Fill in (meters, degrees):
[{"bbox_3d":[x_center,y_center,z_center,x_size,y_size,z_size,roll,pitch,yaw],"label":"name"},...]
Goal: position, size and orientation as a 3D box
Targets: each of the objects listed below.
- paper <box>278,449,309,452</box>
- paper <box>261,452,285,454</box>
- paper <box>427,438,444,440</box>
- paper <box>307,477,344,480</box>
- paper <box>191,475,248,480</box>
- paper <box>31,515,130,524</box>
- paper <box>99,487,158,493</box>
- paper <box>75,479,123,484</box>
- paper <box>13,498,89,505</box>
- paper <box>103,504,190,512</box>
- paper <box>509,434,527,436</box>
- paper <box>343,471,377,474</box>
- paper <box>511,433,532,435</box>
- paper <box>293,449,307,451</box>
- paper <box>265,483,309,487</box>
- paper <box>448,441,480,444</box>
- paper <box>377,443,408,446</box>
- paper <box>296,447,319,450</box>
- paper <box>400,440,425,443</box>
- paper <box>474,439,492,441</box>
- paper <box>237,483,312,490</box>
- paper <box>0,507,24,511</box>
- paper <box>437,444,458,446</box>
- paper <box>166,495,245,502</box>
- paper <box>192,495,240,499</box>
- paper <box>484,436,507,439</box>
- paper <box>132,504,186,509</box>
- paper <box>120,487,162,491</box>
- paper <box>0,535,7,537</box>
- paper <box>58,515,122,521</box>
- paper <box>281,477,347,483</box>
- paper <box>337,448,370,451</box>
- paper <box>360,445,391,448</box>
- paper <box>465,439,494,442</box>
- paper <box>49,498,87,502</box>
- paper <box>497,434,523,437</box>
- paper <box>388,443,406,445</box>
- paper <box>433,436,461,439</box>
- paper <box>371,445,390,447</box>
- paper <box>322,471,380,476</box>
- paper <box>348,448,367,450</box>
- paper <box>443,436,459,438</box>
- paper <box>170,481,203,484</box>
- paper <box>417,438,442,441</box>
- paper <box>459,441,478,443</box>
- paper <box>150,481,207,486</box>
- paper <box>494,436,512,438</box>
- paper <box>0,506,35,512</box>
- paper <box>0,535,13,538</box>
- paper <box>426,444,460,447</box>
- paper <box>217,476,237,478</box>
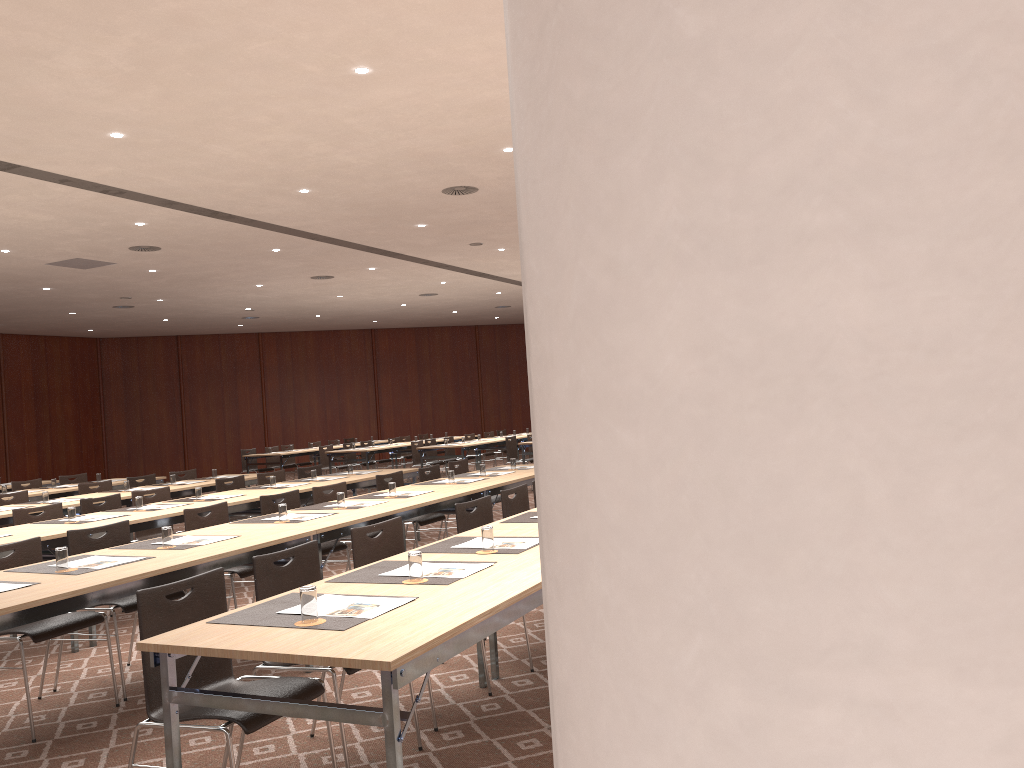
[{"bbox_3d":[-4.567,1.382,18.375,0.565,0.003,0.460,-4,-1,28],"label":"paper"},{"bbox_3d":[-4.800,1.385,17.805,0.565,0.003,0.460,-4,-1,23],"label":"paper"},{"bbox_3d":[-1.688,1.215,19.590,0.398,0.006,0.283,-4,-1,26],"label":"paper"},{"bbox_3d":[-2.014,1.014,9.510,0.398,0.006,0.283,-4,-1,27],"label":"paper"},{"bbox_3d":[-3.623,1.156,10.941,0.565,0.003,0.460,-4,-1,26],"label":"paper"},{"bbox_3d":[-3.331,1.047,6.857,0.565,0.003,0.460,-4,-1,27],"label":"paper"},{"bbox_3d":[-4.173,1.167,9.784,0.565,0.003,0.460,-4,-1,25],"label":"paper"},{"bbox_3d":[-5.437,1.295,11.775,0.565,0.003,0.460,-4,-1,24],"label":"paper"},{"bbox_3d":[-4.598,1.176,8.893,0.565,0.003,0.460,-4,-1,25],"label":"paper"},{"bbox_3d":[-3.065,1.043,7.473,0.565,0.003,0.460,-4,-1,24],"label":"paper"},{"bbox_3d":[0.140,1.075,18.743,0.398,0.006,0.283,-4,-1,25],"label":"paper"},{"bbox_3d":[-1.754,1.010,10.099,0.398,0.006,0.283,-4,-1,25],"label":"paper"},{"bbox_3d":[0.310,1.081,19.355,0.565,0.003,0.460,-4,-1,23],"label":"paper"},{"bbox_3d":[-4.475,1.373,18.388,0.398,0.006,0.283,-4,-1,23],"label":"paper"},{"bbox_3d":[-2.285,1.019,8.924,0.398,0.006,0.283,-4,-1,25],"label":"paper"},{"bbox_3d":[-0.916,1.103,16.679,0.565,0.003,0.460,-4,-1,22],"label":"paper"},{"bbox_3d":[-2.449,1.236,18.104,0.565,0.003,0.460,-4,-1,28],"label":"paper"},{"bbox_3d":[-4.257,1.375,18.972,0.565,0.003,0.460,-4,-1,25],"label":"paper"},{"bbox_3d":[-2.041,1.229,19.001,0.565,0.003,0.460,-4,-1,26],"label":"paper"},{"bbox_3d":[-0.562,1.089,17.281,0.398,0.006,0.283,-4,-1,25],"label":"paper"},{"bbox_3d":[-2.382,1.029,8.895,0.565,0.003,0.460,-4,-1,26],"label":"paper"},{"bbox_3d":[-4.797,1.172,8.317,0.398,0.006,0.283,-4,-1,27],"label":"paper"},{"bbox_3d":[-1.134,1.102,16.122,0.398,0.006,0.283,-4,-1,26],"label":"paper"},{"bbox_3d":[-2.775,1.036,8.014,0.565,0.003,0.460,-4,-1,24],"label":"paper"},{"bbox_3d":[-2.690,1.027,8.067,0.398,0.006,0.283,-4,-1,27],"label":"paper"},{"bbox_3d":[-0.225,1.090,18.137,0.565,0.003,0.460,-4,-1,25],"label":"paper"},{"bbox_3d":[-2.989,1.034,7.467,0.398,0.006,0.283,-4,-1,23],"label":"paper"},{"bbox_3d":[-4.087,1.158,9.783,0.398,0.006,0.283,-4,-1,22],"label":"paper"},{"bbox_3d":[-3.664,1.047,6.024,0.398,0.006,0.283,-4,-1,24],"label":"paper"},{"bbox_3d":[-3.269,1.040,6.890,0.398,0.006,0.283,-4,-1,25],"label":"paper"},{"bbox_3d":[-2.098,1.023,9.489,0.565,0.003,0.460,-4,-1,27],"label":"paper"},{"bbox_3d":[-2.990,1.247,16.955,0.565,0.003,0.460,-4,-1,23],"label":"paper"},{"bbox_3d":[-2.763,1.244,17.528,0.565,0.003,0.460,-4,-1,24],"label":"paper"},{"bbox_3d":[-0.656,1.099,17.267,0.565,0.003,0.460,-4,-1,24],"label":"paper"},{"bbox_3d":[-4.498,1.165,8.876,0.398,0.006,0.283,-4,-1,25],"label":"paper"},{"bbox_3d":[0.031,1.086,18.743,0.565,0.003,0.460,-4,-1,26],"label":"paper"},{"bbox_3d":[-2.383,1.229,18.125,0.398,0.006,0.283,-4,-1,24],"label":"paper"},{"bbox_3d":[-1.512,1.220,20.198,0.565,0.003,0.460,-4,-1,24],"label":"paper"},{"bbox_3d":[-2.657,1.234,17.554,0.398,0.006,0.283,-4,-1,24],"label":"paper"},{"bbox_3d":[-1.835,1.019,10.105,0.565,0.003,0.460,-4,-1,24],"label":"paper"},{"bbox_3d":[-2.952,1.240,16.942,0.398,0.006,0.283,-4,-1,28],"label":"paper"},{"bbox_3d":[-1.429,1.211,20.194,0.398,0.006,0.283,-4,-1,25],"label":"paper"},{"bbox_3d":[-3.829,1.153,10.361,0.398,0.006,0.283,-4,-1,22],"label":"paper"},{"bbox_3d":[-1.756,1.223,19.600,0.565,0.003,0.460,-4,-1,25],"label":"paper"},{"bbox_3d":[-0.846,1.095,16.696,0.398,0.006,0.283,-4,-1,26],"label":"paper"},{"bbox_3d":[-3.896,1.161,10.338,0.565,0.003,0.460,-4,-1,23],"label":"paper"},{"bbox_3d":[-0.159,1.082,18.161,0.398,0.006,0.283,-4,-1,27],"label":"paper"},{"bbox_3d":[-4.863,1.180,8.313,0.565,0.003,0.460,-4,-1,23],"label":"paper"},{"bbox_3d":[-3.764,1.056,5.975,0.565,0.003,0.460,-4,-1,24],"label":"paper"},{"bbox_3d":[-1.209,1.109,16.063,0.565,0.003,0.460,-4,-1,27],"label":"paper"},{"bbox_3d":[-3.540,1.148,10.976,0.398,0.006,0.283,-4,-1,26],"label":"paper"}]
